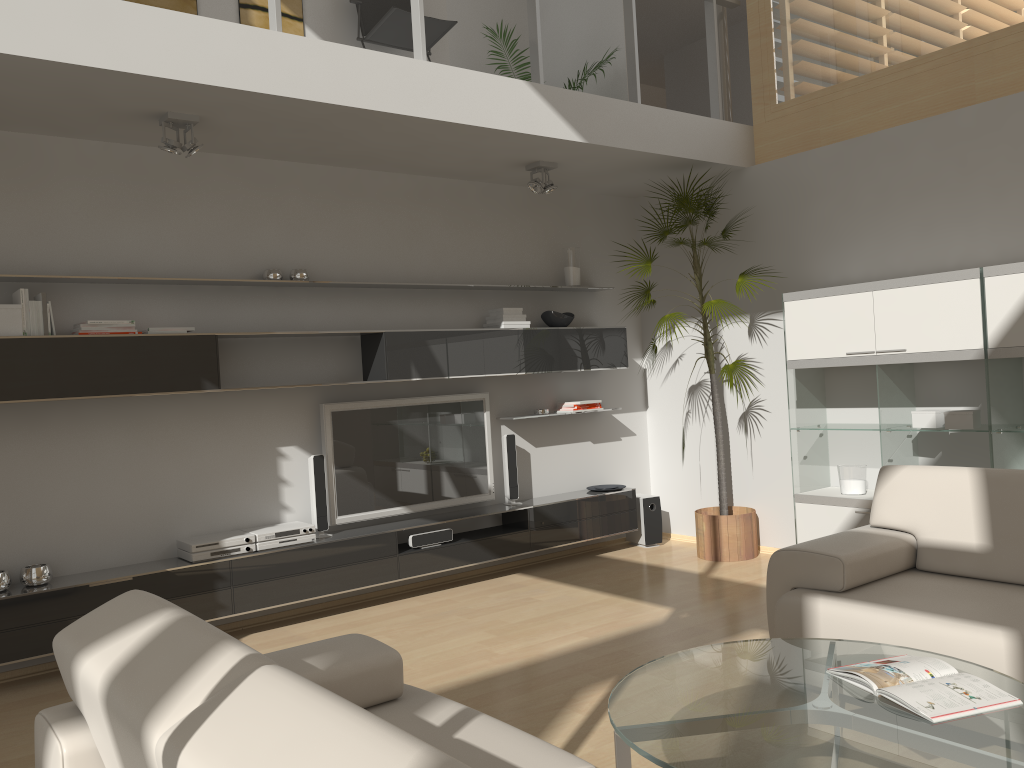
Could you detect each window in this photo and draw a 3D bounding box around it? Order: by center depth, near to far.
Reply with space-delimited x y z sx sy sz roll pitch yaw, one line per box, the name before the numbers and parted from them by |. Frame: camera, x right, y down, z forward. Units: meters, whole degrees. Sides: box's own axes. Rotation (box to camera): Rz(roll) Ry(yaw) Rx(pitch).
window | 2.526 -3.060 5.088 0.020 2.200 2.525 -4 0 -37

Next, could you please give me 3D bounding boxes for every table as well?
table | 0.882 1.076 2.494 1.198 0.370 1.198 -4 0 -20

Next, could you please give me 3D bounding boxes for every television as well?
television | -0.646 0.454 5.700 1.224 0.735 0.096 -4 0 -37

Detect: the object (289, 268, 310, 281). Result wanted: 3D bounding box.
object | -1.247 -0.636 5.202 0.115 0.081 0.115 -3 0 33

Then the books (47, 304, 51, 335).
books | -2.293 -0.306 4.353 0.009 0.156 0.207 -4 0 -37

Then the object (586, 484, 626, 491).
object | 0.698 0.773 6.568 0.294 0.020 0.294 -3 0 2

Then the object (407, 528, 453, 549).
object | -0.518 0.966 5.537 0.300 0.092 0.085 -4 0 -37

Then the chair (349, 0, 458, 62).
chair | -0.663 -2.085 5.456 0.628 0.825 0.537 -4 0 -37

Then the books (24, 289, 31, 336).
books | -2.373 -0.336 4.308 0.017 0.227 0.230 -4 0 -37

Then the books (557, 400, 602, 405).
books | 0.491 0.135 6.469 0.227 0.017 0.230 -4 1 -42

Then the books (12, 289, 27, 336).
books | -2.383 -0.335 4.291 0.017 0.227 0.230 -4 0 -37

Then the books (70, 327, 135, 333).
books | -2.073 -0.273 4.492 0.254 0.015 0.190 -4 0 -41

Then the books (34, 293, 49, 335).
books | -2.306 -0.331 4.343 0.021 0.210 0.207 -4 0 -37

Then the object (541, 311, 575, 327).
object | 0.332 -0.458 6.356 0.223 0.125 0.317 -3 0 31

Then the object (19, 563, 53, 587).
object | -2.317 0.931 4.319 0.143 0.091 0.143 -3 0 -5

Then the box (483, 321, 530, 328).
box | -0.035 -0.396 6.081 0.232 0.047 0.232 -4 0 -37

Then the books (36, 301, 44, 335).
books | -2.331 -0.310 4.338 0.027 0.169 0.230 -4 0 -37

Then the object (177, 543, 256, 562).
object | -1.604 0.906 4.826 0.349 0.049 0.262 -4 0 -37

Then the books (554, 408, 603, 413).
books | 0.487 0.192 6.475 0.296 0.013 0.210 -4 0 -37

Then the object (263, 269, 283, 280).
object | -1.389 -0.627 5.147 0.115 0.081 0.115 -3 0 33

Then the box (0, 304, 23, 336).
box | -2.463 -0.291 4.193 0.232 0.149 0.232 -4 0 -37

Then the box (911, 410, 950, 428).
box | 2.369 0.197 5.013 0.146 0.094 0.146 -4 0 -32

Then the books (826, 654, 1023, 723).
books | 1.169 0.855 2.554 0.297 0.037 0.440 -3 0 -17

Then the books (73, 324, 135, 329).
books | -2.066 -0.289 4.495 0.254 0.015 0.190 -4 0 -36

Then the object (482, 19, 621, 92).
object | 0.214 -2.267 6.942 1.331 1.069 1.491 -4 0 -40

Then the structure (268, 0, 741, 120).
structure | -0.521 -2.126 4.680 5.400 0.900 0.080 -4 0 -37

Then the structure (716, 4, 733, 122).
structure | 1.479 -3.007 6.442 0.122 2.400 0.121 -3 0 5

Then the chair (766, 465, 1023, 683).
chair | 1.861 0.772 3.341 1.165 0.846 1.562 -4 0 -37

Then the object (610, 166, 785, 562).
object | 1.850 -0.152 5.591 2.706 2.668 0.983 -3 0 33

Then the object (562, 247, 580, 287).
object | 0.440 -0.849 6.507 0.129 0.291 0.129 -3 0 25

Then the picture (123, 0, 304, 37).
picture | -1.977 -2.880 4.868 1.684 1.800 0.010 -4 0 -37

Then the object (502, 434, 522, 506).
object | -0.008 0.587 6.106 0.111 0.483 0.116 -4 0 -31

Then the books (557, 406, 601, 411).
books | 0.490 0.179 6.477 0.268 0.011 0.190 -4 0 -36

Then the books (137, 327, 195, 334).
books | -1.831 -0.281 4.691 0.230 0.017 0.227 -4 0 -37

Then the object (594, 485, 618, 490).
object | 0.698 0.771 6.568 0.178 0.020 0.178 -3 0 36

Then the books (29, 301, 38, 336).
books | -2.348 -0.309 4.315 0.027 0.169 0.230 -4 0 -37

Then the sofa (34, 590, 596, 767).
sofa | -0.233 0.907 1.754 1.168 0.846 2.093 -4 0 -37

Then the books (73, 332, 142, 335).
books | -2.061 -0.248 4.501 0.297 0.013 0.210 -4 0 -37

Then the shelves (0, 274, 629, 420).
shelves | -0.917 -0.158 5.389 4.236 0.914 0.300 -4 0 -37

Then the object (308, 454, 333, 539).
object | -1.139 0.659 5.233 0.111 0.483 0.116 -4 0 -41

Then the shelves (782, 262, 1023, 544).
shelves | 2.631 0.264 4.706 0.408 1.756 2.432 -4 0 -37

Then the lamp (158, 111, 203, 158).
lamp | -1.626 -1.210 4.352 0.214 0.195 0.150 -4 0 -37

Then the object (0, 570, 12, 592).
object | -2.458 0.940 4.212 0.143 0.091 0.143 -3 0 -5

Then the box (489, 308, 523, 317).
box | -0.043 -0.490 6.079 0.168 0.047 0.168 -4 0 -37

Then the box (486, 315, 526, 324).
box | -0.041 -0.443 6.080 0.200 0.047 0.200 -4 0 -37

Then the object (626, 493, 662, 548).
object | 1.000 1.040 6.758 0.150 0.374 0.275 -4 0 -27

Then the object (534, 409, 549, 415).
object | 0.208 0.198 6.297 0.106 0.035 0.105 -3 0 -2

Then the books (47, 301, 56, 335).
books | -2.289 -0.312 4.373 0.023 0.169 0.230 -4 0 -37

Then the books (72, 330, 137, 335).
books | -2.066 -0.260 4.499 0.268 0.011 0.190 -4 0 -36

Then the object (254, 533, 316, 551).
object | -1.326 0.889 5.046 0.349 0.049 0.250 -4 0 -37

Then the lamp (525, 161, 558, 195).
lamp | 0.195 -1.326 5.748 0.214 0.195 0.150 -4 0 -37

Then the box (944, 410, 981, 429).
box | 2.450 0.193 4.823 0.146 0.094 0.146 -3 1 43

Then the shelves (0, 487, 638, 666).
shelves | -0.846 1.039 5.396 4.236 0.312 0.300 -4 0 -37

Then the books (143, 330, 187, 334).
books | -1.842 -0.264 4.687 0.190 0.015 0.254 -4 0 -31

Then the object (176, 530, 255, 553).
object | -1.607 0.858 4.826 0.349 0.049 0.262 -4 0 -37

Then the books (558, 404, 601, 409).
books | 0.496 0.166 6.484 0.254 0.015 0.190 -4 0 -41

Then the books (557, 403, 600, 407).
books | 0.487 0.151 6.482 0.254 0.015 0.190 -4 0 -36

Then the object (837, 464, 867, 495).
object | 2.076 0.584 5.406 0.172 0.177 0.130 -3 1 42

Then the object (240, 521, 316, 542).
object | -1.326 0.840 5.041 0.349 0.049 0.262 -4 0 -37

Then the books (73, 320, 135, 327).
books | -2.073 -0.304 4.507 0.227 0.017 0.230 -4 1 -42
